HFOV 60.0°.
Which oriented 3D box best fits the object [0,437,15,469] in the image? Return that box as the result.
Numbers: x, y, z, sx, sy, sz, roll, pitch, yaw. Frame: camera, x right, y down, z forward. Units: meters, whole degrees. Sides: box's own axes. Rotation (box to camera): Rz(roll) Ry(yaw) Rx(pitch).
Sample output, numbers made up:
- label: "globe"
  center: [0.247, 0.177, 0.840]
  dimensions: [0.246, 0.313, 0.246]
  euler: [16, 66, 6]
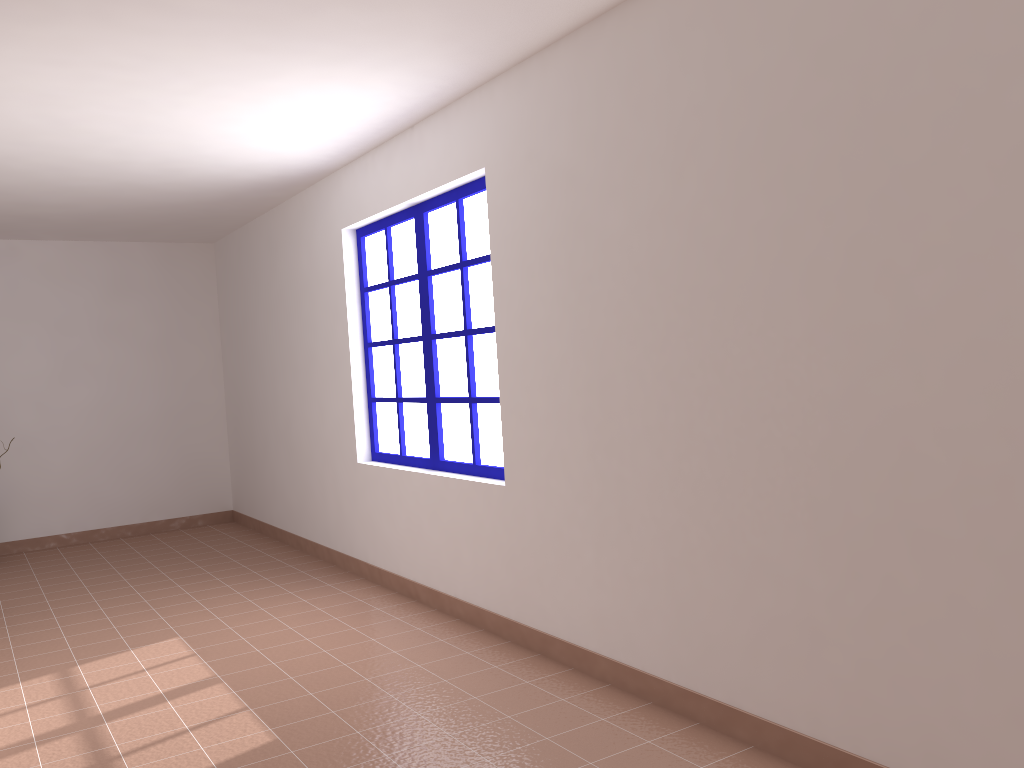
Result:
- label: "object"
  center: [-4.009, 0.806, 6.629]
  dimensions: [0.655, 1.112, 0.284]
  euler: [-4, 1, -13]

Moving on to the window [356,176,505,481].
- label: "window"
  center: [-0.446, -0.250, 4.769]
  dimensions: [0.035, 1.430, 1.699]
  euler: [-5, 2, -32]
